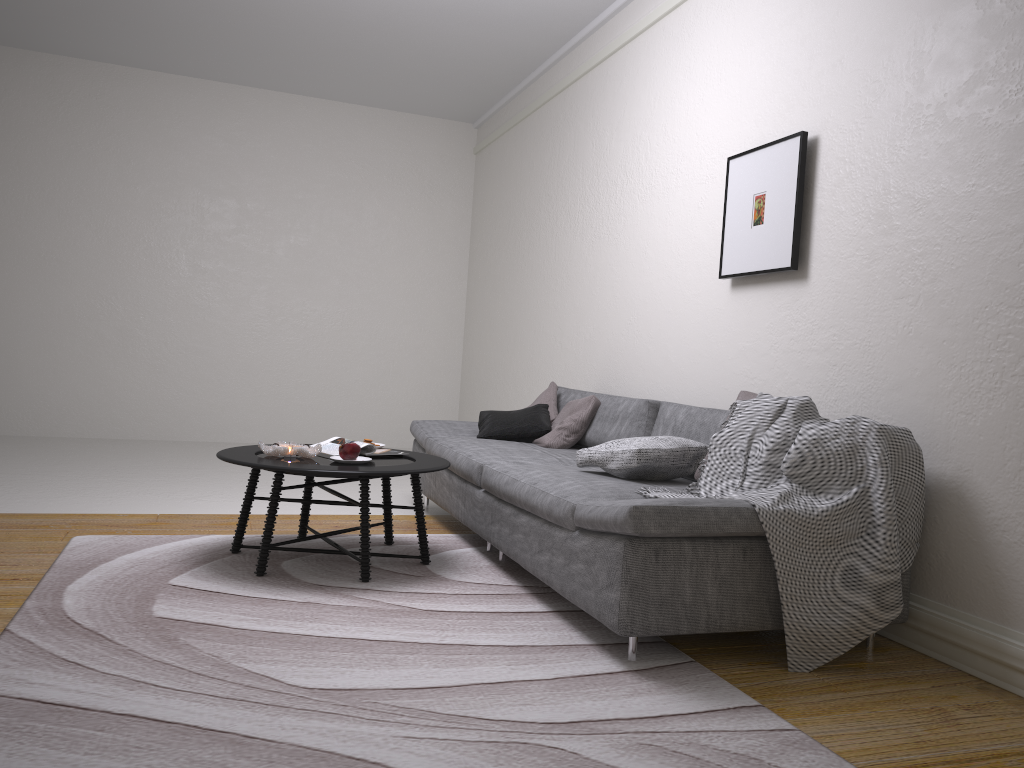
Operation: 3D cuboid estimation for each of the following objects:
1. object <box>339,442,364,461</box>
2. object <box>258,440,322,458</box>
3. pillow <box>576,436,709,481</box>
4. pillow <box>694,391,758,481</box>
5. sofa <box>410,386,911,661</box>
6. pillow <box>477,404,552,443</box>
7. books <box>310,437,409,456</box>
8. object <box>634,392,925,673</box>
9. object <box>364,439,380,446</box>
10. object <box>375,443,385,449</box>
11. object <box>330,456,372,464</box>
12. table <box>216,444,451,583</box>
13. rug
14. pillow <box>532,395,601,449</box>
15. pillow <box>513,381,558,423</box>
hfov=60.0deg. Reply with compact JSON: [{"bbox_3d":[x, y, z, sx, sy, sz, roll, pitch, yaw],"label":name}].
[{"bbox_3d":[-0.652,0.274,3.583,0.109,0.082,0.089,4,1,15],"label":"object"},{"bbox_3d":[-0.910,0.267,3.635,0.255,0.062,0.252,4,1,-12],"label":"object"},{"bbox_3d":[0.526,0.299,3.602,0.413,0.194,0.397,3,2,-33],"label":"pillow"},{"bbox_3d":[0.873,0.223,3.235,0.245,0.390,0.421,3,1,-19],"label":"pillow"},{"bbox_3d":[0.363,0.438,4.126,1.117,0.772,3.018,3,1,-19],"label":"sofa"},{"bbox_3d":[0.011,0.241,4.967,0.421,0.268,0.402,4,1,1],"label":"pillow"},{"bbox_3d":[-0.694,0.273,3.921,0.380,0.048,0.299,3,2,-41],"label":"books"},{"bbox_3d":[0.849,0.465,2.964,0.867,0.866,0.632,5,2,36],"label":"object"},{"bbox_3d":[-0.667,0.271,4.082,0.117,0.036,0.122,5,2,32],"label":"object"},{"bbox_3d":[-0.668,0.284,4.080,0.171,0.015,0.164,3,2,-37],"label":"object"},{"bbox_3d":[-0.654,0.309,3.596,0.165,0.015,0.170,5,1,26],"label":"object"},{"bbox_3d":[-0.744,0.524,3.695,0.957,0.449,0.930,3,1,-22],"label":"table"},{"bbox_3d":[-0.389,0.787,2.437,1.976,0.008,3.659,3,1,-19],"label":"rug"},{"bbox_3d":[0.275,0.204,4.865,0.342,0.318,0.417,3,1,-19],"label":"pillow"},{"bbox_3d":[0.123,0.203,5.269,0.352,0.448,0.479,4,1,2],"label":"pillow"}]
